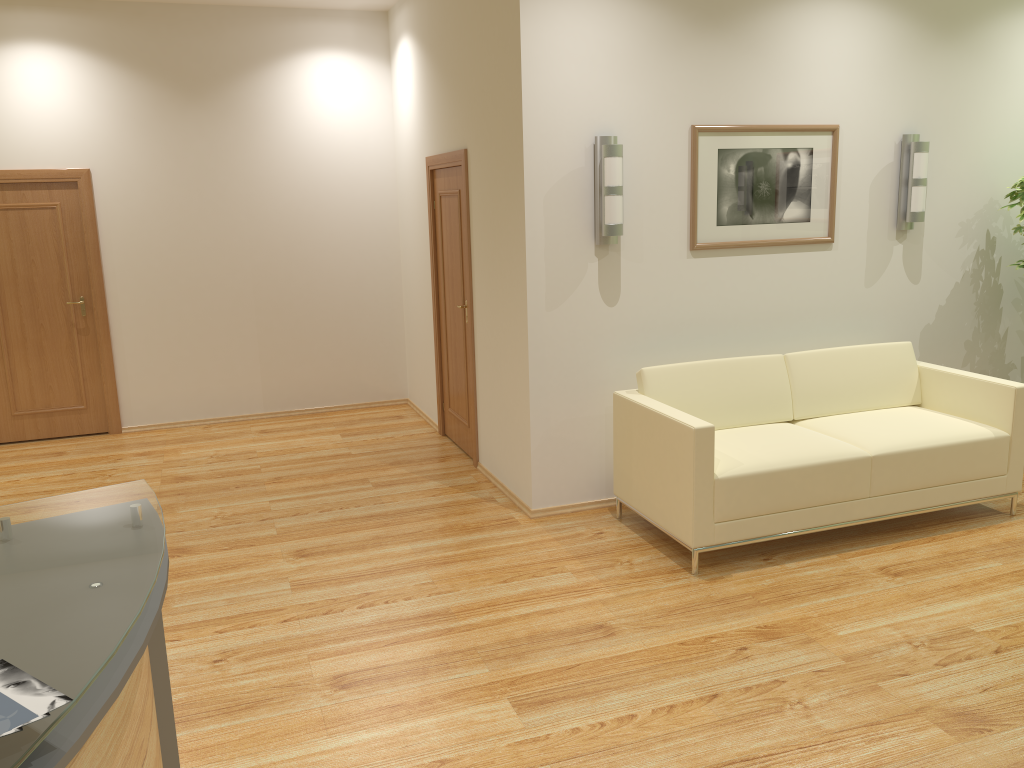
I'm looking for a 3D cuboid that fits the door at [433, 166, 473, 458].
[{"bbox_3d":[-0.422,-0.514,6.332,0.098,2.001,0.823,-6,13,-19],"label":"door"}]

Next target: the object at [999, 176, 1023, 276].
[{"bbox_3d":[3.551,-0.406,5.616,0.943,1.900,0.668,-4,12,-11],"label":"object"}]

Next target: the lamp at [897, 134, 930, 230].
[{"bbox_3d":[2.484,-1.245,5.477,0.134,0.580,0.142,-6,13,-19],"label":"lamp"}]

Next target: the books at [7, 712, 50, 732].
[{"bbox_3d":[-0.759,0.451,1.238,0.150,0.004,0.210,-13,16,-43],"label":"books"}]

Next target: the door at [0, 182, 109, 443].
[{"bbox_3d":[-3.721,-0.546,6.934,0.823,2.001,0.098,-6,13,-19],"label":"door"}]

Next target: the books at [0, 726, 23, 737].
[{"bbox_3d":[-0.774,0.454,1.227,0.150,0.004,0.210,-10,14,-33],"label":"books"}]

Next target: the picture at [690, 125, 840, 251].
[{"bbox_3d":[1.493,-1.159,5.204,1.000,0.700,0.025,-6,13,-19],"label":"picture"}]

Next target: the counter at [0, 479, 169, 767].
[{"bbox_3d":[-1.936,0.678,0.524,3.674,0.078,1.837,-10,14,-33],"label":"counter"}]

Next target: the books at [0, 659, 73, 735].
[{"bbox_3d":[-0.748,0.448,1.252,0.210,0.004,0.150,7,15,35],"label":"books"}]

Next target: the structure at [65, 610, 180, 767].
[{"bbox_3d":[-1.920,1.229,0.640,3.673,1.049,1.837,-10,14,-33],"label":"structure"}]

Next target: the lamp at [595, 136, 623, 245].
[{"bbox_3d":[0.534,-1.050,4.819,0.134,0.580,0.142,-6,13,-19],"label":"lamp"}]
